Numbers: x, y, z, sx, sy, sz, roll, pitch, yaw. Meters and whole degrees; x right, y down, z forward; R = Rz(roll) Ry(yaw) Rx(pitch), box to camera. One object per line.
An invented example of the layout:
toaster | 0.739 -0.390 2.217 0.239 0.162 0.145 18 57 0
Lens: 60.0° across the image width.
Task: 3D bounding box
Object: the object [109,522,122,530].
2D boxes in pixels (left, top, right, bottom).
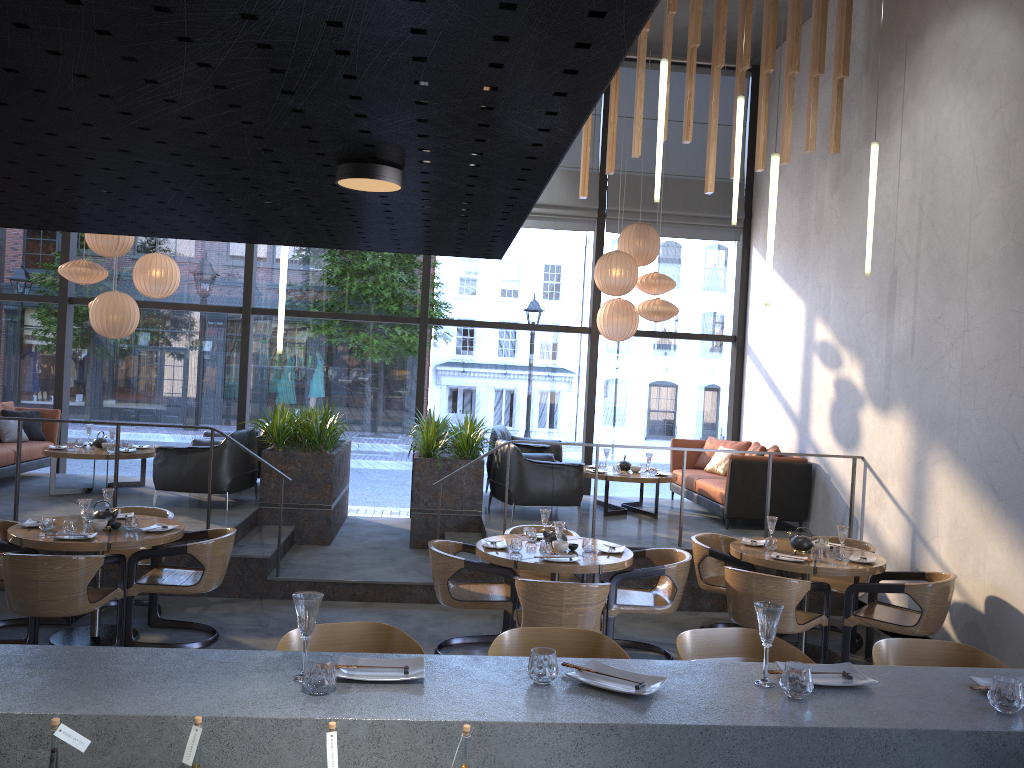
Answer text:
object | -2.699 0.969 6.039 0.080 0.042 0.080 3 1 19

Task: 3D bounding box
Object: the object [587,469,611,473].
object | 0.920 0.921 9.350 0.170 0.025 0.294 3 1 -25

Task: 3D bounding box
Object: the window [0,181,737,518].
window | -2.558 -1.182 4.135 12.739 5.897 12.900 3 1 -5

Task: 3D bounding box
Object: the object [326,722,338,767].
object | -0.416 0.880 2.031 0.029 0.203 0.077 3 1 -15

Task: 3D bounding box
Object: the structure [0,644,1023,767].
structure | -2.205 1.129 0.019 8.945 1.400 4.889 3 1 -5

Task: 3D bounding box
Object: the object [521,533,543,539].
object | 0.206 1.125 6.561 0.294 0.025 0.170 3 1 -21

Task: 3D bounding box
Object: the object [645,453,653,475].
object | 1.447 0.847 9.384 0.082 0.227 0.082 3 1 38

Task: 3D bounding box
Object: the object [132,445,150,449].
object | -3.907 0.667 9.348 0.170 0.025 0.294 3 1 -25

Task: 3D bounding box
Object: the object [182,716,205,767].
object | -0.723 0.864 2.031 0.038 0.203 0.057 3 1 20

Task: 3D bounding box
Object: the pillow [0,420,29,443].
pillow | -5.410 0.497 9.558 0.203 0.263 0.332 3 1 15

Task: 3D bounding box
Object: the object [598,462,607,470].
object | 0.988 0.891 9.657 0.086 0.086 0.086 3 1 32

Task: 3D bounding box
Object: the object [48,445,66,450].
object | -4.537 0.638 8.861 0.170 0.025 0.294 3 1 -25

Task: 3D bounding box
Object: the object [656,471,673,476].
object | 1.588 0.956 9.410 0.170 0.025 0.294 3 1 -25

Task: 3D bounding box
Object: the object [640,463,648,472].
object | 1.441 0.914 9.717 0.086 0.086 0.086 3 1 -1

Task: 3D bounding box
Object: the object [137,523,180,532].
object | -2.433 0.991 6.064 0.170 0.025 0.294 3 1 14

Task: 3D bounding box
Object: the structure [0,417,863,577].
structure | -2.282 -0.386 2.783 11.718 4.117 9.054 3 1 -5

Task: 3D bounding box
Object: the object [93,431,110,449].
object | -4.238 0.574 9.150 0.163 0.179 0.168 3 1 -39

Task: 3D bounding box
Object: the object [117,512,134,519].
object | -2.914 0.962 6.456 0.294 0.025 0.170 3 1 -21

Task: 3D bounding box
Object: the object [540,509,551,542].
object | 0.237 1.026 6.428 0.082 0.227 0.082 3 1 16

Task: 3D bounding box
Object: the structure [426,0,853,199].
structure | -1.799 -1.133 2.711 10.399 5.894 10.127 3 1 -5

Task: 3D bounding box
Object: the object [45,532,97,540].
object | -2.831 0.974 5.672 0.294 0.025 0.170 3 1 -8

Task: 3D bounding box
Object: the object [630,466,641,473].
object | 1.330 0.921 9.544 0.116 0.065 0.116 3 1 25

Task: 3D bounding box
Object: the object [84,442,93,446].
object | -4.527 0.634 9.350 0.170 0.025 0.294 3 1 30

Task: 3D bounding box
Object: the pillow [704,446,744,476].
pillow | 2.414 0.877 10.138 0.289 0.311 0.393 3 1 -25

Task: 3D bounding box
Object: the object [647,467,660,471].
object | 1.550 0.950 9.838 0.170 0.025 0.294 3 1 -25

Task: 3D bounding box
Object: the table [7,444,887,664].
table | -2.618 1.261 6.390 10.659 0.968 6.876 3 1 -5

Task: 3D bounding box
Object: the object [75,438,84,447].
object | -4.469 0.608 9.167 0.086 0.086 0.086 3 1 32

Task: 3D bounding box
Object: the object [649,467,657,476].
object | 1.478 0.920 9.306 0.086 0.086 0.086 3 1 -1

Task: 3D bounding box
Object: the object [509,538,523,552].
object | 0.028 1.091 5.992 0.086 0.086 0.086 3 1 20

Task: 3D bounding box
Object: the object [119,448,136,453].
object | -3.869 0.673 8.921 0.170 0.025 0.294 3 1 -25

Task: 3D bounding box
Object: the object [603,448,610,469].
object | 1.037 0.822 9.751 0.082 0.227 0.082 3 1 -23

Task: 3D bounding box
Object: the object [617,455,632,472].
object | 1.220 0.857 9.640 0.163 0.179 0.168 3 1 -39

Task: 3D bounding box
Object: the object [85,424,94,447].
object | -4.420 0.539 9.262 0.082 0.227 0.082 3 1 -23

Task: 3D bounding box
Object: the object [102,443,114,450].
object | -4.128 0.638 9.055 0.116 0.065 0.116 3 1 25

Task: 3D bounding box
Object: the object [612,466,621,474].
object | 1.092 0.900 9.272 0.086 0.086 0.086 3 1 -1

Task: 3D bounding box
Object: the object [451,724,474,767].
object | -0.115 0.895 2.054 0.042 0.203 0.076 3 1 28

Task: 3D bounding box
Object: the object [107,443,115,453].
object | -3.979 0.637 8.817 0.086 0.086 0.086 3 1 -1

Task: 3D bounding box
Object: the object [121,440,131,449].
object | -4.016 0.631 9.228 0.086 0.086 0.086 3 1 -1

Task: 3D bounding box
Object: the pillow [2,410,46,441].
pillow | -5.424 0.461 9.841 0.242 0.345 0.418 3 1 35

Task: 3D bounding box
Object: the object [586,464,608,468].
object | 0.930 0.917 9.839 0.170 0.025 0.294 3 1 30

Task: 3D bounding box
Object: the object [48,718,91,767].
object | -1.008 0.849 1.998 0.048 0.203 0.096 3 1 40

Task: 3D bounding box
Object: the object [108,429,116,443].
object | -4.011 0.564 8.894 0.082 0.227 0.082 3 1 38

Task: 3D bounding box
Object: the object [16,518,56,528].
object | -3.235 0.949 6.011 0.170 0.025 0.294 3 1 -8

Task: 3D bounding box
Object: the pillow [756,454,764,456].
pillow | 2.371 0.881 8.952 0.242 0.345 0.418 3 1 35

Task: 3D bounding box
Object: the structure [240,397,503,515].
structure | -5.445 0.808 4.660 4.306 1.608 15.715 3 1 33

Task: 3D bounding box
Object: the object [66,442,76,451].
object | -4.365 0.617 8.782 0.086 0.086 0.086 3 1 -1

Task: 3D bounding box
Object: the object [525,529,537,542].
object | 0.137 1.092 6.384 0.086 0.086 0.086 3 1 -23

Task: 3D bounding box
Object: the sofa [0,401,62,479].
sofa | -5.489 0.621 9.047 0.864 0.811 2.226 3 1 -5

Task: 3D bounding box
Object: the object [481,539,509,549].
object | -0.115 1.113 6.116 0.170 0.025 0.294 3 1 -8
